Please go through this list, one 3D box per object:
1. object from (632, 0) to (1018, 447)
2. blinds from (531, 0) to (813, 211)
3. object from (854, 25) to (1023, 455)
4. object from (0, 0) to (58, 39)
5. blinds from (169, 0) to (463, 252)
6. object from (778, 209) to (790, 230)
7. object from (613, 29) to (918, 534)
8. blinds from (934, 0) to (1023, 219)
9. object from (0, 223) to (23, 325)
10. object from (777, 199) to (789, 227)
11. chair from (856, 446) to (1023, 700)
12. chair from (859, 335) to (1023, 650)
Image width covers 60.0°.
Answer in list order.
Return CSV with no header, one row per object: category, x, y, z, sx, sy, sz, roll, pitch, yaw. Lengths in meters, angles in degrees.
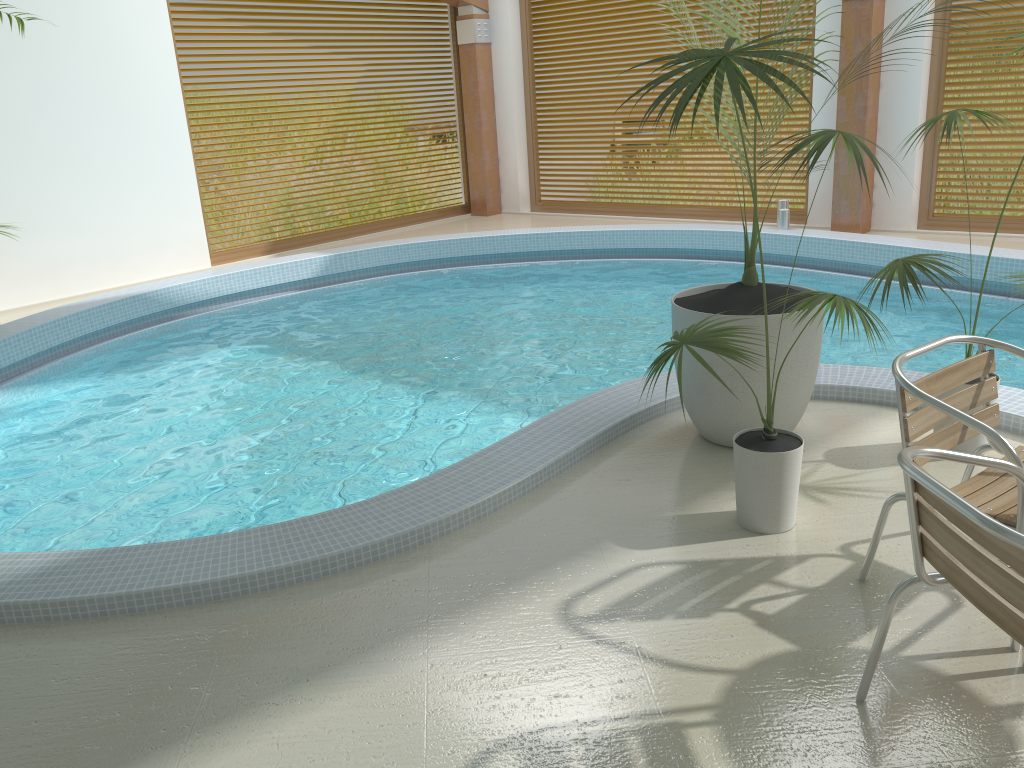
object,1.149,-1.156,3.564,2.979,2.960,2.729,-15,21,-30
blinds,1.842,-3.519,10.621,4.200,2.921,0.095,12,24,39
object,1.955,-0.546,3.593,1.059,1.695,0.791,6,20,27
object,-3.338,-0.611,2.802,2.979,2.960,2.729,-2,18,6
blinds,-2.254,-3.812,10.532,0.099,4.025,4.500,12,24,39
object,2.758,-1.678,9.000,0.115,0.204,0.115,-6,18,-8
object,0.860,-0.265,2.959,1.059,1.695,0.791,-8,19,-12
blinds,5.677,-2.729,7.459,4.200,2.921,0.095,12,24,39
object,-4.385,-1.058,7.023,1.067,1.310,0.822,-17,22,-35
object,2.856,-1.778,9.355,0.115,0.320,0.115,-4,18,0
chair,1.193,0.535,1.989,0.563,0.727,0.618,-6,18,-6
chair,1.491,0.277,2.713,0.618,0.727,0.563,-17,22,-34
